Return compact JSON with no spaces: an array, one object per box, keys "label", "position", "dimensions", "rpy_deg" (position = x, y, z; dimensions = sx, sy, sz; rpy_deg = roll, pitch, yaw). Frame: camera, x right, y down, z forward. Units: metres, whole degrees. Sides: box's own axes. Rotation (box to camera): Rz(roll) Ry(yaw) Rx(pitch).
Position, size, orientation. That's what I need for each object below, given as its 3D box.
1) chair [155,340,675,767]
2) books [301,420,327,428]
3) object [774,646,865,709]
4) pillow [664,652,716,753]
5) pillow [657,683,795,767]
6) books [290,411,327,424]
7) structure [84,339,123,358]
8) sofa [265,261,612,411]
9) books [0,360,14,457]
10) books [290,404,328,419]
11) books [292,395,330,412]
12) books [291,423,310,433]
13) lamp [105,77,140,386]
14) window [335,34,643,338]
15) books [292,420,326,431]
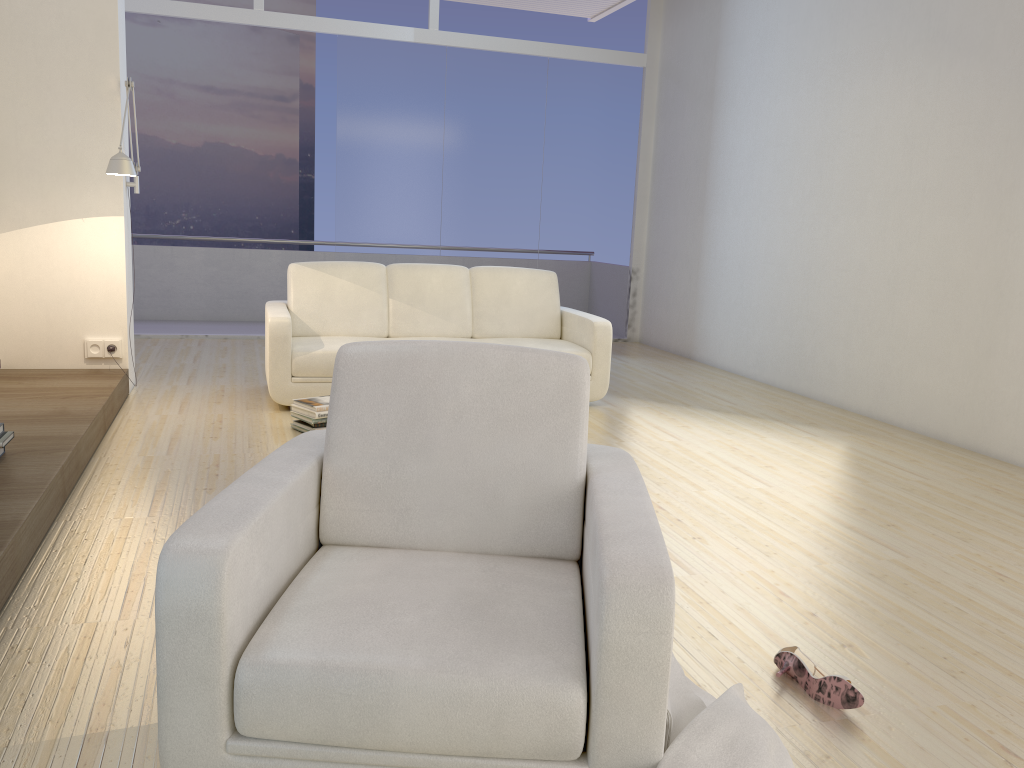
[{"label":"chair","position":[-0.154,0.349,1.990],"dimensions":[0.919,0.828,0.941],"rpy_deg":[3,10,3]},{"label":"books","position":[-0.988,0.192,4.853],"dimensions":[0.287,0.025,0.247],"rpy_deg":[-4,12,-32]},{"label":"object","position":[0.762,0.756,2.287],"dimensions":[0.121,0.091,0.287],"rpy_deg":[-1,11,-18]},{"label":"pillow","position":[0.404,0.707,1.850],"dimensions":[0.312,0.315,0.615],"rpy_deg":[4,10,9]},{"label":"pillow","position":[0.409,0.791,1.569],"dimensions":[0.299,0.287,0.712],"rpy_deg":[10,12,35]},{"label":"books","position":[-1.003,0.166,4.838],"dimensions":[0.328,0.027,0.247],"rpy_deg":[-6,14,-41]},{"label":"structure","position":[-2.483,-0.215,5.392],"dimensions":[0.206,0.114,0.028],"rpy_deg":[0,11,-17]},{"label":"sofa","position":[-0.509,-0.348,5.874],"dimensions":[2.166,0.862,0.941],"rpy_deg":[0,11,-17]},{"label":"books","position":[-2.100,-0.054,3.354],"dimensions":[0.329,0.694,0.270],"rpy_deg":[0,11,-17]},{"label":"books","position":[-1.001,0.134,4.832],"dimensions":[0.247,0.038,0.319],"rpy_deg":[12,14,43]},{"label":"books","position":[-1.004,0.104,4.823],"dimensions":[0.287,0.025,0.247],"rpy_deg":[-7,14,-43]},{"label":"books","position":[-1.006,0.232,4.850],"dimensions":[0.328,0.018,0.247],"rpy_deg":[-6,14,-41]},{"label":"lamp","position":[-2.251,-0.837,5.107],"dimensions":[0.204,1.841,0.891],"rpy_deg":[-1,11,-21]},{"label":"window","position":[-0.190,-1.799,8.589],"dimensions":[2.988,2.706,0.012],"rpy_deg":[0,11,-17]},{"label":"books","position":[-1.010,0.214,4.842],"dimensions":[0.287,0.018,0.247],"rpy_deg":[-7,14,-43]}]
